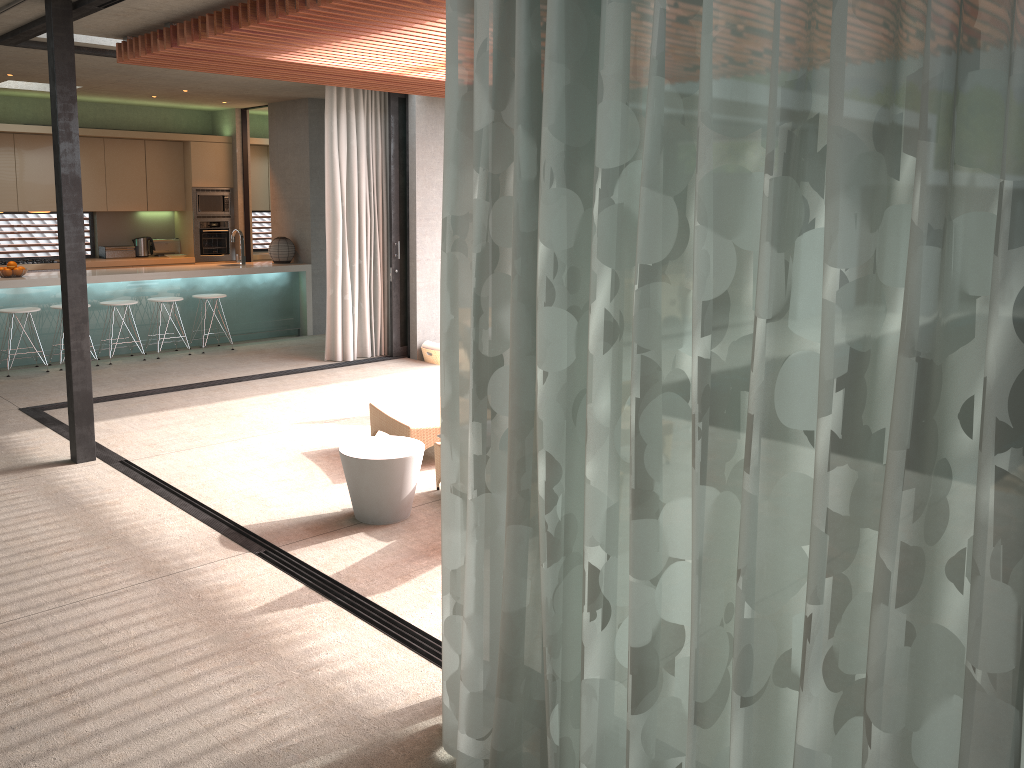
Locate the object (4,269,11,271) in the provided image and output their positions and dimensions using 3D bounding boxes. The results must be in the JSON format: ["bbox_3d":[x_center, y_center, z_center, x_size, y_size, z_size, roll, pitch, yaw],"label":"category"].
[{"bbox_3d":[-5.153,-1.140,9.032,0.081,0.080,0.081,-2,10,-15],"label":"object"}]

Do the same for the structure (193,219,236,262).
[{"bbox_3d":[-4.296,-2.040,12.497,0.600,0.573,0.500,-9,13,-43],"label":"structure"}]

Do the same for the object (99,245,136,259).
[{"bbox_3d":[-5.324,-1.779,11.924,0.403,0.158,0.242,-10,15,-43],"label":"object"}]

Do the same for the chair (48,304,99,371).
[{"bbox_3d":[-4.509,-0.494,9.059,0.384,0.617,0.384,-8,12,-43],"label":"chair"}]

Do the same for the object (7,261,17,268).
[{"bbox_3d":[-5.174,-1.224,9.146,0.095,0.093,0.095,-4,11,-23],"label":"object"}]

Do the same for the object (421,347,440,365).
[{"bbox_3d":[-0.655,-0.271,9.736,0.684,0.297,0.449,-10,15,-43],"label":"object"}]

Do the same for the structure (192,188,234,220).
[{"bbox_3d":[-4.305,-2.542,12.446,0.600,0.432,0.463,-9,14,-43],"label":"structure"}]

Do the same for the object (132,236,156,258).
[{"bbox_3d":[-5.054,-1.882,12.121,0.279,0.282,0.178,-7,11,-38],"label":"object"}]

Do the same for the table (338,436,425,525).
[{"bbox_3d":[-0.725,0.543,4.940,0.476,0.389,0.479,6,11,27],"label":"table"}]

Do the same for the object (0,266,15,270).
[{"bbox_3d":[-5.194,-1.155,9.066,0.173,0.099,0.097,1,10,1],"label":"object"}]

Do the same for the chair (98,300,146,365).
[{"bbox_3d":[-4.162,-0.560,9.388,0.384,0.617,0.384,-8,12,-43],"label":"chair"}]

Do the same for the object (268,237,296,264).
[{"bbox_3d":[-2.933,-1.708,11.260,0.342,0.331,0.342,8,12,37],"label":"object"}]

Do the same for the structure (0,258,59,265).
[{"bbox_3d":[-6.064,-1.486,10.911,0.844,0.090,0.467,-11,16,-43],"label":"structure"}]

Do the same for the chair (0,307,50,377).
[{"bbox_3d":[-4.852,-0.428,8.735,0.384,0.617,0.384,-8,12,-43],"label":"chair"}]

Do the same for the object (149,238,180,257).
[{"bbox_3d":[-4.859,-1.915,12.375,0.392,0.245,0.151,-10,13,-43],"label":"object"}]

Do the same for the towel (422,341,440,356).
[{"bbox_3d":[-0.760,-0.305,9.623,0.311,0.308,0.371,-8,13,-42],"label":"towel"}]

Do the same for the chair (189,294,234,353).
[{"bbox_3d":[-3.439,-0.700,10.077,0.384,0.617,0.384,-8,12,-43],"label":"chair"}]

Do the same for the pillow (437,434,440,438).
[{"bbox_3d":[-0.048,0.322,5.244,0.597,0.192,0.599,-7,14,-32],"label":"pillow"}]

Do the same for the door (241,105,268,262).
[{"bbox_3d":[-4.608,-0.432,6.719,5.781,4.422,15.505,4,12,18],"label":"door"}]

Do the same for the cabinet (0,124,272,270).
[{"bbox_3d":[-4.887,-1.914,11.127,7.516,2.537,1.978,-10,14,-43],"label":"cabinet"}]

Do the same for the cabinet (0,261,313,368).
[{"bbox_3d":[-4.292,-0.839,10.042,4.146,0.889,0.806,-11,14,-43],"label":"cabinet"}]

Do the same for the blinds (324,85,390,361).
[{"bbox_3d":[-1.628,-1.731,9.511,0.231,2.902,0.890,7,10,42],"label":"blinds"}]

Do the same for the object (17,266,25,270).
[{"bbox_3d":[-5.099,-1.176,9.172,0.094,0.093,0.095,7,12,34],"label":"object"}]

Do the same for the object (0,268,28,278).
[{"bbox_3d":[-5.168,-1.147,9.121,0.317,0.081,0.317,-10,16,-43],"label":"object"}]

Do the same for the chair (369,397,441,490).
[{"bbox_3d":[-0.179,0.200,5.547,0.702,0.817,2.318,-5,12,-28],"label":"chair"}]

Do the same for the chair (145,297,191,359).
[{"bbox_3d":[-3.804,-0.630,9.731,0.384,0.617,0.384,-8,12,-43],"label":"chair"}]

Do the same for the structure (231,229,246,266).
[{"bbox_3d":[-3.364,-1.666,10.793,0.097,0.436,0.260,-7,11,-43],"label":"structure"}]

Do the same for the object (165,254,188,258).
[{"bbox_3d":[-4.634,-1.767,12.190,0.310,0.034,0.314,4,12,14],"label":"object"}]

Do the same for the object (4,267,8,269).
[{"bbox_3d":[-5.244,-1.169,9.158,0.086,0.086,0.088,2,10,7],"label":"object"}]

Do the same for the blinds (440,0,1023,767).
[{"bbox_3d":[0.573,-0.107,1.880,0.224,2.892,2.441,-6,11,-43],"label":"blinds"}]

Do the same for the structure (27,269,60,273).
[{"bbox_3d":[-5.896,-1.132,10.772,0.833,0.495,0.080,-10,12,-43],"label":"structure"}]

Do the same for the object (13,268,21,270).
[{"bbox_3d":[-5.086,-1.154,9.082,0.087,0.086,0.087,8,12,36],"label":"object"}]
